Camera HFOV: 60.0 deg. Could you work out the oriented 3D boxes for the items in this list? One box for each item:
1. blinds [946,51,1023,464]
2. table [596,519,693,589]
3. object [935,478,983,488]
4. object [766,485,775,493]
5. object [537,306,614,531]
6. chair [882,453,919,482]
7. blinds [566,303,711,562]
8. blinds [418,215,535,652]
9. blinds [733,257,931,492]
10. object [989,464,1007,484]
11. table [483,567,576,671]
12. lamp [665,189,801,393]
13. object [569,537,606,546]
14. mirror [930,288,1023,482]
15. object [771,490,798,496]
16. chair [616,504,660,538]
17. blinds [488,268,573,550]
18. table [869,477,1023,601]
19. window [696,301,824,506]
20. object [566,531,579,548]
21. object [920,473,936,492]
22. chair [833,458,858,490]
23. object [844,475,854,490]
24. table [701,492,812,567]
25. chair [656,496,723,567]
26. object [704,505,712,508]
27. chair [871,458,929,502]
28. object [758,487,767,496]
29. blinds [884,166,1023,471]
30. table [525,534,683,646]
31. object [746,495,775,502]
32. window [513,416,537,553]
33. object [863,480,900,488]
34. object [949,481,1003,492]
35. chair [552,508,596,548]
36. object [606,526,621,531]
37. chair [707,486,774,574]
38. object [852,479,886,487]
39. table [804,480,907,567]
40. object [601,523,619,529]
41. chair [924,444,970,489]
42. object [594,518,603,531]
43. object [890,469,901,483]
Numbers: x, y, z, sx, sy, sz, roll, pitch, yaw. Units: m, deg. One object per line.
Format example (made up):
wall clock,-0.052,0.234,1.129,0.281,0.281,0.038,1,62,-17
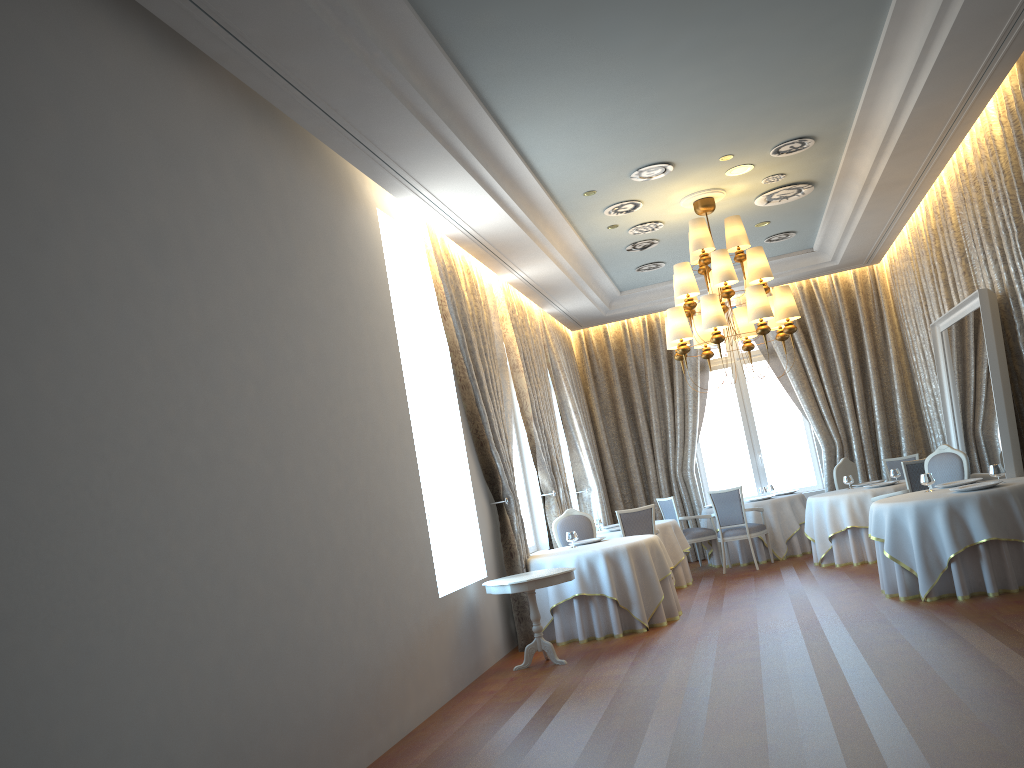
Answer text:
blinds,4.468,-0.828,7.311,0.238,4.819,4.439,-12,-8,13
table,1.536,2.344,11.719,1.667,0.890,1.663,-11,-8,7
object,4.224,0.941,8.384,0.419,0.036,0.419,-12,-8,12
object,3.895,1.607,13.369,0.128,0.165,0.128,-12,-8,13
object,1.045,0.710,13.720,0.386,4.901,2.121,-12,-8,13
chair,5.333,1.542,12.017,0.650,1.108,0.629,-15,-9,33
blinds,2.293,0.546,14.499,2.535,4.901,0.386,-12,-8,13
blinds,-0.210,0.284,9.265,0.315,4.930,2.204,-12,-8,13
blinds,5.031,-0.030,13.833,2.476,4.901,0.386,-12,-8,13
object,4.235,0.785,7.734,0.128,0.165,0.128,-12,-8,13
table,0.218,2.072,7.734,0.761,0.801,0.760,-4,-9,-37
lamp,2.272,-1.018,9.580,1.373,2.121,1.373,-4,-10,-39
object,0.824,1.715,9.647,0.419,0.036,0.419,-12,-8,12
mirror,4.896,0.455,9.336,0.385,2.564,2.251,-12,-8,13
object,4.018,1.608,13.057,0.419,0.036,0.419,-12,-8,12
chair,1.492,2.041,10.652,0.650,1.108,0.629,-9,-8,-11
blinds,0.429,0.490,11.631,0.335,4.969,2.257,-12,-8,13
table,4.096,1.379,7.940,1.663,0.890,1.667,-10,-8,2
window,3.802,0.251,14.558,1.881,3.306,0.196,-12,-8,13
object,0.639,1.646,9.378,0.128,0.165,0.128,-9,-8,-4
object,3.893,0.922,8.297,0.128,0.165,0.128,-17,-10,43
chair,4.504,1.683,12.397,0.563,1.233,0.690,-5,-9,-36
object,4.313,1.259,11.348,0.128,0.165,0.128,-12,-8,13
table,3.635,2.153,13.066,1.667,0.890,1.663,-15,-9,32
chair,2.577,2.150,12.892,0.629,1.108,0.650,-7,-8,-21
object,3.048,1.786,13.100,0.419,0.036,0.419,-12,-8,12
chair,4.526,1.414,10.003,0.650,1.108,0.629,-8,-8,-16
object,3.675,1.594,12.986,0.128,0.165,0.128,-12,-8,13
blinds,5.564,-0.454,11.527,0.238,4.819,4.439,-12,-8,13
table,0.868,2.119,9.176,1.663,0.890,1.667,-10,-8,2
object,3.555,1.639,12.679,0.419,0.036,0.419,-12,-8,12
window,-0.165,0.408,10.500,0.259,3.306,1.882,-12,-8,13
object,4.441,1.208,10.650,0.419,0.036,0.419,-12,-8,12
object,3.957,0.876,7.556,0.419,0.036,0.419,-12,-8,12
chair,0.842,2.015,10.032,0.563,1.233,0.690,-9,-8,-11
object,1.399,1.839,11.318,0.419,0.036,0.419,-12,-8,12
chair,3.066,1.945,12.020,0.650,1.108,0.629,-14,-9,28
object,4.610,1.286,11.448,0.419,0.036,0.419,-12,-8,12
table,4.504,1.717,10.984,1.663,0.890,1.667,-14,-9,27
object,1.434,1.958,12.242,0.419,0.036,0.419,-12,-8,12
chair,4.240,1.252,8.859,0.690,1.233,0.563,-6,-8,-26
object,1.176,1.914,12.064,0.128,0.165,0.128,-12,-8,13
object,4.697,1.125,10.857,0.128,0.165,0.128,-12,-8,13
